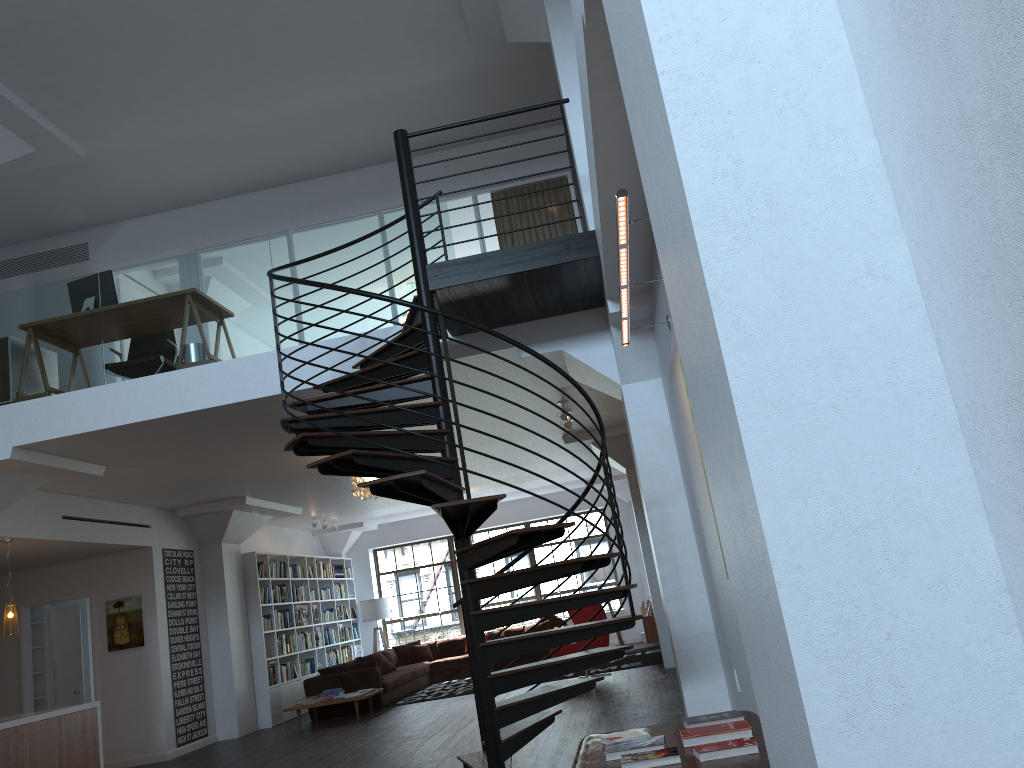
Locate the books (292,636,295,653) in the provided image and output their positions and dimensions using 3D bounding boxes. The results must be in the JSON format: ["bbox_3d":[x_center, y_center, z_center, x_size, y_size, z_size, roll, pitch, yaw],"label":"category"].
[{"bbox_3d":[-3.420,3.993,13.569,0.160,0.250,0.026,-11,-14,5],"label":"books"}]

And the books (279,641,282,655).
[{"bbox_3d":[-3.474,3.901,13.057,0.144,0.207,0.048,-11,-14,5],"label":"books"}]

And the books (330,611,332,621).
[{"bbox_3d":[-3.217,4.070,15.472,0.128,0.178,0.022,-11,-14,5],"label":"books"}]

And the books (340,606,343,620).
[{"bbox_3d":[-3.157,4.164,16.051,0.171,0.246,0.039,-11,-14,5],"label":"books"}]

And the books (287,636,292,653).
[{"bbox_3d":[-3.439,3.962,13.433,0.183,0.253,0.034,-11,-14,5],"label":"books"}]

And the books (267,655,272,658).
[{"bbox_3d":[-3.551,3.901,12.633,0.197,0.035,0.284,-9,-13,-5],"label":"books"}]

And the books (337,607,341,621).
[{"bbox_3d":[-3.175,4.127,15.869,0.174,0.240,0.054,-11,-14,5],"label":"books"}]

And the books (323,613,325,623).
[{"bbox_3d":[-3.270,3.984,15.097,0.134,0.184,0.029,-11,-14,5],"label":"books"}]

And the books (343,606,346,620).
[{"bbox_3d":[-3.136,4.196,16.212,0.183,0.253,0.042,-11,-14,5],"label":"books"}]

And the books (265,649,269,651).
[{"bbox_3d":[-3.568,3.810,12.655,0.144,0.025,0.204,-9,-13,-5],"label":"books"}]

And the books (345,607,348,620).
[{"bbox_3d":[-3.123,4.224,16.297,0.174,0.236,0.142,-11,-13,5],"label":"books"}]

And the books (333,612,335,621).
[{"bbox_3d":[-3.182,4.098,15.591,0.107,0.167,0.017,-11,-14,5],"label":"books"}]

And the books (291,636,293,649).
[{"bbox_3d":[-3.431,3.976,13.498,0.183,0.253,0.034,-11,-14,5],"label":"books"}]

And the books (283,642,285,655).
[{"bbox_3d":[-3.470,3.924,13.188,0.161,0.223,0.027,-11,-14,5],"label":"books"}]

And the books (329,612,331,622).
[{"bbox_3d":[-3.220,4.053,15.400,0.128,0.178,0.022,-11,-14,5],"label":"books"}]

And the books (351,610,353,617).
[{"bbox_3d":[-3.073,4.298,16.604,0.161,0.218,0.101,-11,-14,5],"label":"books"}]

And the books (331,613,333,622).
[{"bbox_3d":[-3.196,4.087,15.504,0.110,0.153,0.019,-11,-14,5],"label":"books"}]

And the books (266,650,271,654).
[{"bbox_3d":[-3.565,3.837,12.644,0.174,0.032,0.254,-10,-13,0],"label":"books"}]

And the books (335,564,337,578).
[{"bbox_3d":[-3.294,3.436,16.197,0.183,0.253,0.042,-11,-14,5],"label":"books"}]

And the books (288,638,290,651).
[{"bbox_3d":[-3.445,3.966,13.397,0.168,0.231,0.037,-11,-14,5],"label":"books"}]

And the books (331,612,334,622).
[{"bbox_3d":[-3.195,4.089,15.542,0.120,0.167,0.020,-11,-14,5],"label":"books"}]

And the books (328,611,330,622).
[{"bbox_3d":[-3.234,4.033,15.351,0.136,0.196,0.045,-11,-14,5],"label":"books"}]

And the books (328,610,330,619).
[{"bbox_3d":[-3.231,4.039,15.383,0.127,0.200,0.020,-11,-14,5],"label":"books"}]

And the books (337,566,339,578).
[{"bbox_3d":[-3.284,3.455,16.282,0.183,0.253,0.042,-11,-14,5],"label":"books"}]

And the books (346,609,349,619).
[{"bbox_3d":[-3.106,4.249,16.348,0.161,0.207,0.135,-11,-13,5],"label":"books"}]

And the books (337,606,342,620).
[{"bbox_3d":[-3.171,4.146,15.981,0.183,0.253,0.042,-11,-14,5],"label":"books"}]

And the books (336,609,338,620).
[{"bbox_3d":[-3.212,4.085,15.766,0.198,0.284,0.049,-11,-14,5],"label":"books"}]

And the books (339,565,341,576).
[{"bbox_3d":[-3.267,3.483,16.408,0.183,0.253,0.042,-11,-14,5],"label":"books"}]

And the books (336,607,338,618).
[{"bbox_3d":[-3.195,4.108,15.800,0.160,0.251,0.031,-11,-14,5],"label":"books"}]

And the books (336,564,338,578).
[{"bbox_3d":[-3.288,3.445,16.239,0.183,0.253,0.042,-11,-14,5],"label":"books"}]

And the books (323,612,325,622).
[{"bbox_3d":[-3.265,3.992,15.120,0.128,0.178,0.021,-11,-14,5],"label":"books"}]

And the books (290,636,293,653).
[{"bbox_3d":[-3.431,3.968,13.465,0.183,0.253,0.034,-11,-14,5],"label":"books"}]

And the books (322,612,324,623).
[{"bbox_3d":[-3.267,3.976,15.051,0.128,0.178,0.021,-11,-14,5],"label":"books"}]

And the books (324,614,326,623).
[{"bbox_3d":[-3.244,4.009,15.150,0.110,0.153,0.018,-11,-14,5],"label":"books"}]

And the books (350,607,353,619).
[{"bbox_3d":[-3.076,4.289,16.571,0.161,0.222,0.084,-11,-14,5],"label":"books"}]

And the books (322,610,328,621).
[{"bbox_3d":[-3.247,4.012,15.273,0.140,0.206,0.042,-11,-14,5],"label":"books"}]

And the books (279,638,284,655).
[{"bbox_3d":[-3.478,3.904,13.150,0.171,0.246,0.057,-11,-14,5],"label":"books"}]

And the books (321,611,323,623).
[{"bbox_3d":[-3.280,3.957,15.003,0.136,0.196,0.043,-11,-14,5],"label":"books"}]

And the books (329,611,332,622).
[{"bbox_3d":[-3.222,4.062,15.448,0.134,0.184,0.030,-11,-14,5],"label":"books"}]

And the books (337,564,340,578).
[{"bbox_3d":[-3.276,3.464,16.324,0.183,0.253,0.042,-11,-14,5],"label":"books"}]

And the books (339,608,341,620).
[{"bbox_3d":[-3.159,4.150,15.940,0.161,0.223,0.032,-11,-14,5],"label":"books"}]

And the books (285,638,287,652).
[{"bbox_3d":[-3.475,3.944,13.304,0.174,0.240,0.045,-11,-14,5],"label":"books"}]

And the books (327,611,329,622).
[{"bbox_3d":[-3.236,4.027,15.310,0.139,0.191,0.036,-11,-14,5],"label":"books"}]

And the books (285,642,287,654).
[{"bbox_3d":[-3.461,3.941,13.267,0.161,0.223,0.026,-11,-14,5],"label":"books"}]

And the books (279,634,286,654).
[{"bbox_3d":[-3.473,3.901,13.236,0.176,0.290,0.053,-11,-14,5],"label":"books"}]

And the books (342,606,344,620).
[{"bbox_3d":[-3.153,4.176,16.129,0.180,0.259,0.042,-11,-14,5],"label":"books"}]

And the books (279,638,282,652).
[{"bbox_3d":[-3.487,3.897,13.105,0.159,0.241,0.038,-11,-14,5],"label":"books"}]

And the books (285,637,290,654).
[{"bbox_3d":[-3.447,3.948,13.353,0.171,0.246,0.057,-11,-14,5],"label":"books"}]

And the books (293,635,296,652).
[{"bbox_3d":[-3.413,3.997,13.597,0.183,0.253,0.034,-11,-14,5],"label":"books"}]

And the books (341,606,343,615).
[{"bbox_3d":[-3.155,4.171,16.090,0.160,0.251,0.039,-11,-14,5],"label":"books"}]

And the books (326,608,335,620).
[{"bbox_3d":[-3.199,4.078,15.634,0.140,0.231,0.042,-11,-14,5],"label":"books"}]

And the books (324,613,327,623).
[{"bbox_3d":[-3.243,4.011,15.187,0.120,0.167,0.019,-11,-14,5],"label":"books"}]

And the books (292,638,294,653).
[{"bbox_3d":[-3.432,3.992,13.534,0.174,0.240,0.045,-11,-14,5],"label":"books"}]

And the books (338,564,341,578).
[{"bbox_3d":[-3.266,3.472,16.366,0.183,0.253,0.042,-11,-14,5],"label":"books"}]

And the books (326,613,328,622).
[{"bbox_3d":[-3.230,4.020,15.234,0.107,0.167,0.016,-11,-14,5],"label":"books"}]

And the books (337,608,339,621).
[{"bbox_3d":[-3.180,4.126,15.826,0.161,0.223,0.032,-11,-14,5],"label":"books"}]
